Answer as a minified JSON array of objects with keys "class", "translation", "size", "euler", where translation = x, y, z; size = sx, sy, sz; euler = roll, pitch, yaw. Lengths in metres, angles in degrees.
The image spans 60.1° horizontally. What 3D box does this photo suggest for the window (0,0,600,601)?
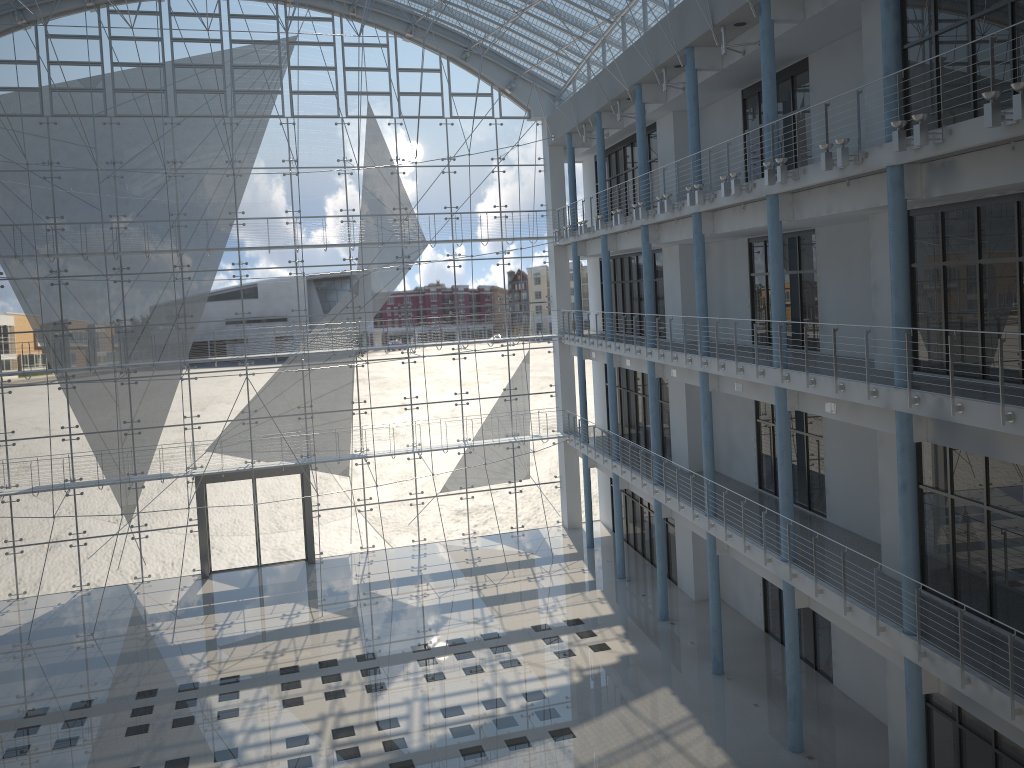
[{"class":"window","translation":[-1.366,-0.477,4.281],"size":[3.853,2.765,0.010],"euler":[-4,2,-16]}]
